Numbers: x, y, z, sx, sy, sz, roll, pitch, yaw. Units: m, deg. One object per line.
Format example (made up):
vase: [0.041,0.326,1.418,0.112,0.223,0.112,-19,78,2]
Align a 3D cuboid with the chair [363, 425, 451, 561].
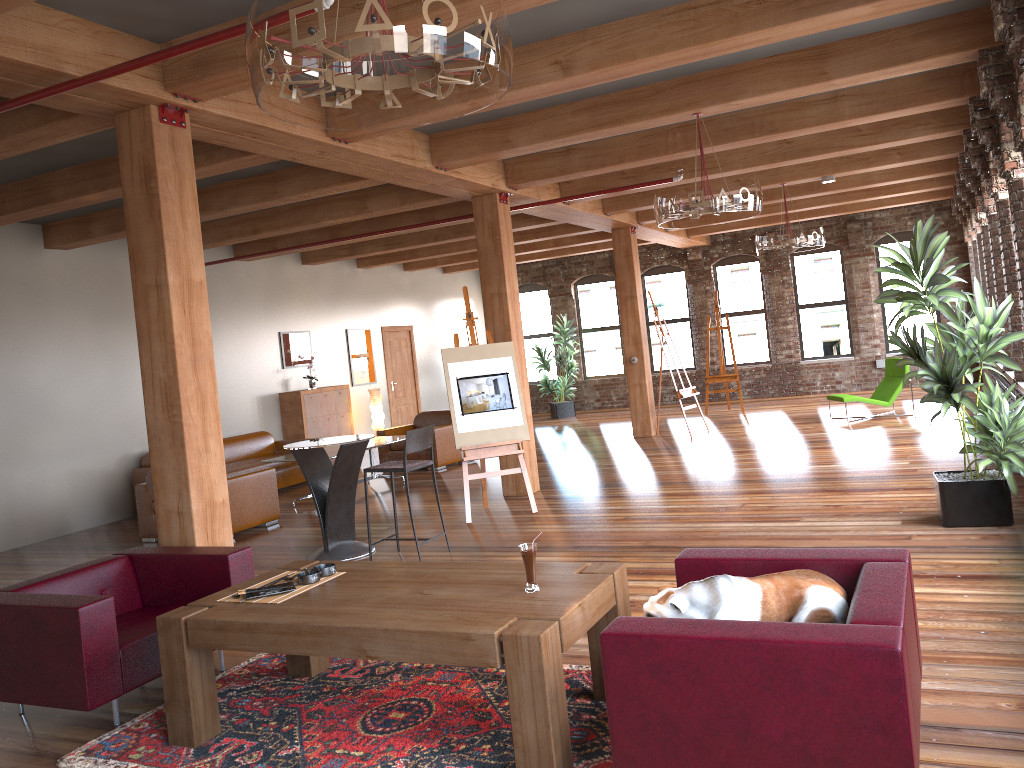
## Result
chair: [-0.820,0.831,6.708,0.466,0.982,0.431,-6,0,25]

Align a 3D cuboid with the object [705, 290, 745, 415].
object: [3.637,-0.576,15.442,0.661,2.141,0.686,-6,0,21]

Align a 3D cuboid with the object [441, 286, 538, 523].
object: [-0.264,0.127,8.255,0.702,2.141,0.684,-6,0,-15]

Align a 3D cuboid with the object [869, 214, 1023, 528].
object: [3.094,-0.119,6.040,0.964,2.104,1.083,-6,0,39]

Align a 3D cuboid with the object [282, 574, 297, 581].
object: [-1.008,0.879,4.051,0.045,0.030,0.153,-6,2,10]

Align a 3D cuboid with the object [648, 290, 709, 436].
object: [2.312,-0.334,12.915,0.683,2.141,0.663,-6,0,36]

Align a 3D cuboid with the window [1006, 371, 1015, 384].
window: [5.124,-1.148,9.097,0.236,2.215,0.970,-6,0,26]

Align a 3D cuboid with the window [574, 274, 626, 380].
window: [1.845,-1.200,18.483,0.966,2.170,0.086,-6,0,25]

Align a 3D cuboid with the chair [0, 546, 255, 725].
chair: [-1.968,1.236,4.427,0.864,0.593,1.073,-5,2,26]

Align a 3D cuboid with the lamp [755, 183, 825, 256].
lamp: [3.311,-2.008,10.663,0.811,0.815,0.808,-7,1,-28]

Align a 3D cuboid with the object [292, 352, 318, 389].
object: [-3.045,-0.218,13.259,0.370,0.589,0.298,-6,0,20]

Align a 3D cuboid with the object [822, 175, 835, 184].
object: [3.744,-2.428,10.481,0.145,0.072,0.148,-5,2,25]

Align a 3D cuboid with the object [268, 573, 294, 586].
object: [-1.062,0.897,4.041,0.007,0.008,0.271,-6,2,15]

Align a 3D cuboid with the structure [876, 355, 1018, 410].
structure: [5.216,0.141,9.329,1.631,0.313,13.734,-5,2,19]

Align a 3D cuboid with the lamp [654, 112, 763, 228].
lamp: [1.456,-1.653,6.734,0.810,0.815,0.808,-6,1,-22]

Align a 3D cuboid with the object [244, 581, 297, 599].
object: [-1.047,0.898,3.832,0.213,0.018,0.154,-7,2,-19]

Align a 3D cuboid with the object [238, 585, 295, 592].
object: [-1.056,0.886,3.852,0.270,0.008,0.007,-6,1,0]

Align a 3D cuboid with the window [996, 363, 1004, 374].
window: [5.747,-1.267,10.425,0.229,2.215,0.970,-6,0,26]

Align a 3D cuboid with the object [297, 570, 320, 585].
object: [-0.906,0.865,3.956,0.099,0.043,0.098,-7,2,-27]

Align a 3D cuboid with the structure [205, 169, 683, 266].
structure: [-1.320,-1.858,10.439,6.796,0.112,0.051,-5,1,25]

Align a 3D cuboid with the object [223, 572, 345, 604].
object: [-1.018,0.901,3.946,0.331,0.003,0.472,-5,3,26]

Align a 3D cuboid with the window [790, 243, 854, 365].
window: [5.778,-1.514,16.535,0.966,2.219,0.219,-6,0,25]

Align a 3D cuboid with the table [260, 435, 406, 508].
table: [-1.904,1.010,10.334,0.938,0.560,1.875,-5,2,26]

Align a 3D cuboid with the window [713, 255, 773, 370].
window: [4.456,-1.395,17.165,0.966,2.228,0.221,-6,0,25]

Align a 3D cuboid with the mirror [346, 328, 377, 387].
mirror: [-2.518,-0.457,14.859,0.025,0.952,0.695,-6,0,26]

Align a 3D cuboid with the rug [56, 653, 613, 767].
rug: [-0.485,1.406,3.703,2.458,0.009,1.347,-5,3,26]

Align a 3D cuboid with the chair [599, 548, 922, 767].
chair: [0.911,0.987,3.028,0.864,0.593,1.073,-5,2,26]

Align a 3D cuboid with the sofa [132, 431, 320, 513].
sofa: [-3.481,1.056,11.194,0.949,0.735,2.418,-5,2,26]

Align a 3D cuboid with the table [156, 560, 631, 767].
table: [-0.469,1.131,3.692,1.747,0.550,0.902,-5,2,25]

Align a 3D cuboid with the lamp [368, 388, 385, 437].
lamp: [-2.110,0.609,14.050,0.271,1.114,0.260,-6,0,-20]

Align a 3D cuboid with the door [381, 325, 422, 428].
door: [-2.019,0.012,15.977,0.226,2.121,1.032,-6,0,26]

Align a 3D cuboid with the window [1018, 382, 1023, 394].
window: [4.496,-1.028,7.772,0.231,2.215,0.970,-6,0,26]

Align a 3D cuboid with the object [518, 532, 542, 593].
object: [0.073,0.690,3.440,0.076,0.232,0.094,-6,0,-32]

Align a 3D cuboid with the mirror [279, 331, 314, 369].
mirror: [-3.246,-0.522,13.363,0.025,0.548,0.696,-6,1,26]

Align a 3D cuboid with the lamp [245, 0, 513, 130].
lamp: [-0.431,-1.292,2.734,0.811,0.815,0.808,-6,1,-24]

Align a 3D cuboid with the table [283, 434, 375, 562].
table: [-1.413,0.914,7.091,0.723,0.924,0.720,-7,1,-40]

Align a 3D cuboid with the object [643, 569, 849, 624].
object: [0.809,0.815,3.139,0.755,0.297,0.365,-6,1,-3]

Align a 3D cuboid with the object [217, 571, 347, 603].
object: [-1.017,0.900,3.946,0.352,0.001,0.470,-5,3,26]

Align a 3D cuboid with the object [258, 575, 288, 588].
object: [-1.095,0.901,4.016,0.007,0.008,0.271,-6,2,21]

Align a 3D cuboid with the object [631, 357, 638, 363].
object: [1.783,-0.348,12.953,0.095,0.095,0.061,-6,1,25]

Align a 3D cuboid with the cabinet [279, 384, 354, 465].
cabinet: [-2.898,0.669,13.350,0.418,1.209,1.189,-6,1,26]

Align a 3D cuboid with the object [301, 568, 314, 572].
object: [-0.951,0.875,4.125,0.059,0.021,0.018,-7,1,-23]

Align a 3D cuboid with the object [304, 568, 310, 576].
object: [-0.904,0.839,3.927,0.045,0.080,0.137,-6,2,-9]

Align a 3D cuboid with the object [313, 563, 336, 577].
object: [-0.859,0.856,4.064,0.099,0.043,0.098,-8,2,-38]

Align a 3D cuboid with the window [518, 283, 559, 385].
window: [0.504,-1.084,19.122,0.966,2.170,0.086,-6,0,25]

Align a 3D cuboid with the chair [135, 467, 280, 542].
chair: [-3.007,1.104,8.762,1.062,0.735,0.832,-5,1,25]

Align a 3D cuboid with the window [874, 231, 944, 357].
window: [7.113,-1.630,15.899,0.966,2.219,0.219,-6,0,25]

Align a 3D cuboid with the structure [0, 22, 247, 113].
structure: [-3.803,-1.383,5.179,6.796,0.112,0.051,-5,1,25]

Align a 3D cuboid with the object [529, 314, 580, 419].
object: [0.913,-0.372,18.082,1.080,2.104,0.967,-6,0,4]

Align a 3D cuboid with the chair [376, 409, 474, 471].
chair: [-1.198,0.770,12.281,1.061,0.735,0.832,-5,2,35]

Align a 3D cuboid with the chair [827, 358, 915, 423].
chair: [5.003,0.076,12.453,0.956,0.796,0.680,-6,1,0]

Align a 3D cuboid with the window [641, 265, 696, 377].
window: [3.139,-1.281,17.792,0.966,2.228,0.221,-6,0,25]

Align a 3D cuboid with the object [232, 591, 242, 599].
object: [-1.184,0.912,3.812,0.018,0.021,0.059,-6,2,12]

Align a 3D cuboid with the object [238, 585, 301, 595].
object: [-1.044,0.886,3.826,0.270,0.008,0.007,-6,1,-9]
